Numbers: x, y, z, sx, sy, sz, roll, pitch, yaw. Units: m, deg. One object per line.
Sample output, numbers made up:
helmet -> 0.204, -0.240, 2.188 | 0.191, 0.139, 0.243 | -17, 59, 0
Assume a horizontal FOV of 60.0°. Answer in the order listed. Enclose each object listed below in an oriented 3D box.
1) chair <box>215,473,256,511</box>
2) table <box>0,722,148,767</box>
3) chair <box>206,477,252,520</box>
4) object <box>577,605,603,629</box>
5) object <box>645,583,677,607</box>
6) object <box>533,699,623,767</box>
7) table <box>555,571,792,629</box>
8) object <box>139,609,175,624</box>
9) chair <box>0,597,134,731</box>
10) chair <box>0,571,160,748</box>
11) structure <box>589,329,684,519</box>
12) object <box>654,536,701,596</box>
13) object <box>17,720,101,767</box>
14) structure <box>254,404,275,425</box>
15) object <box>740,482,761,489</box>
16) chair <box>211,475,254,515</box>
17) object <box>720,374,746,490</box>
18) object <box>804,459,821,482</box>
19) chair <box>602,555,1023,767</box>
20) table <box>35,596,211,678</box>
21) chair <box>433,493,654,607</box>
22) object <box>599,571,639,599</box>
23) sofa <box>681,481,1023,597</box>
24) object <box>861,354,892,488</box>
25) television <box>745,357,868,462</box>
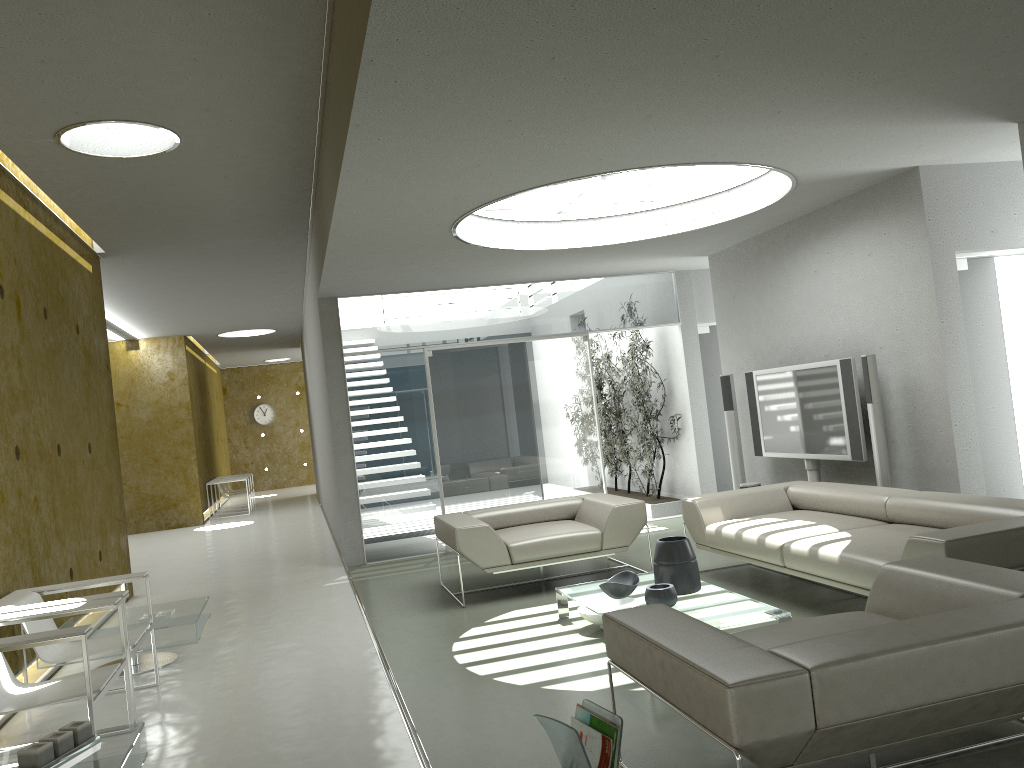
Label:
chair -> -5.705, 2.226, 18.293 | 0.710, 0.667, 0.800 | -6, -2, -14
table -> -1.774, 1.516, 2.984 | 0.900, 0.300, 0.900 | -6, -2, -14
chair -> -5.294, 2.131, 16.633 | 0.710, 0.667, 0.800 | -6, -2, -14
object -> 0.592, 1.404, 5.351 | 0.387, 0.124, 0.387 | -5, -2, -42
object -> 0.818, 1.168, 4.870 | 0.177, 0.113, 0.177 | -5, -2, -33
object -> 0.242, 1.296, 3.093 | 0.216, 0.288, 0.329 | -6, -2, -24
table -> 0.849, 1.328, 5.074 | 0.790, 0.200, 1.500 | -6, -2, -14
object -> -2.267, 1.485, 5.669 | 0.197, 0.029, 0.189 | -6, -2, -14
chair -> -2.149, 1.402, 3.922 | 0.710, 0.667, 0.800 | -6, -2, -14
chair -> -2.355, 1.449, 4.752 | 0.710, 0.667, 0.800 | -6, -2, -14
structure -> 1.248, 0.265, 11.436 | 0.646, 2.589, 3.371 | -6, -2, -15
object -> 0.960, 1.062, 5.204 | 0.265, 0.309, 0.265 | -6, -2, -31
object -> -1.646, 1.309, 3.206 | 0.118, 0.097, 0.326 | -7, -2, 11
structure -> -6.469, 0.798, 23.211 | 0.547, 0.539, 0.016 | -6, -2, -14
object -> 2.178, 1.131, 8.027 | 0.175, 0.461, 0.185 | -6, -2, -20
chair -> -5.499, 2.179, 17.463 | 0.710, 0.667, 0.800 | -6, -2, -14
object -> 2.136, 0.640, 8.446 | 0.310, 1.469, 0.310 | -7, -2, 13
object -> 2.459, 0.964, 7.324 | 0.323, 0.689, 0.882 | -6, -2, -14
chair -> 1.196, 1.036, 3.032 | 1.481, 0.583, 1.039 | -6, -2, -14
table -> -2.457, 1.675, 5.745 | 0.900, 0.300, 0.900 | -6, -2, -14
chair -> 0.213, 1.264, 7.005 | 1.481, 0.583, 1.039 | -6, -2, -14
object -> 0.634, 1.194, 5.220 | 0.223, 0.125, 0.317 | -7, -2, 22
sofa -> 2.099, 1.000, 5.398 | 1.037, 0.585, 2.791 | -6, -2, -14
object -> 2.609, 0.523, 6.260 | 0.310, 1.469, 0.310 | -5, -2, -37
television -> 2.428, 0.229, 7.359 | 0.127, 0.781, 1.603 | -6, -2, -14
